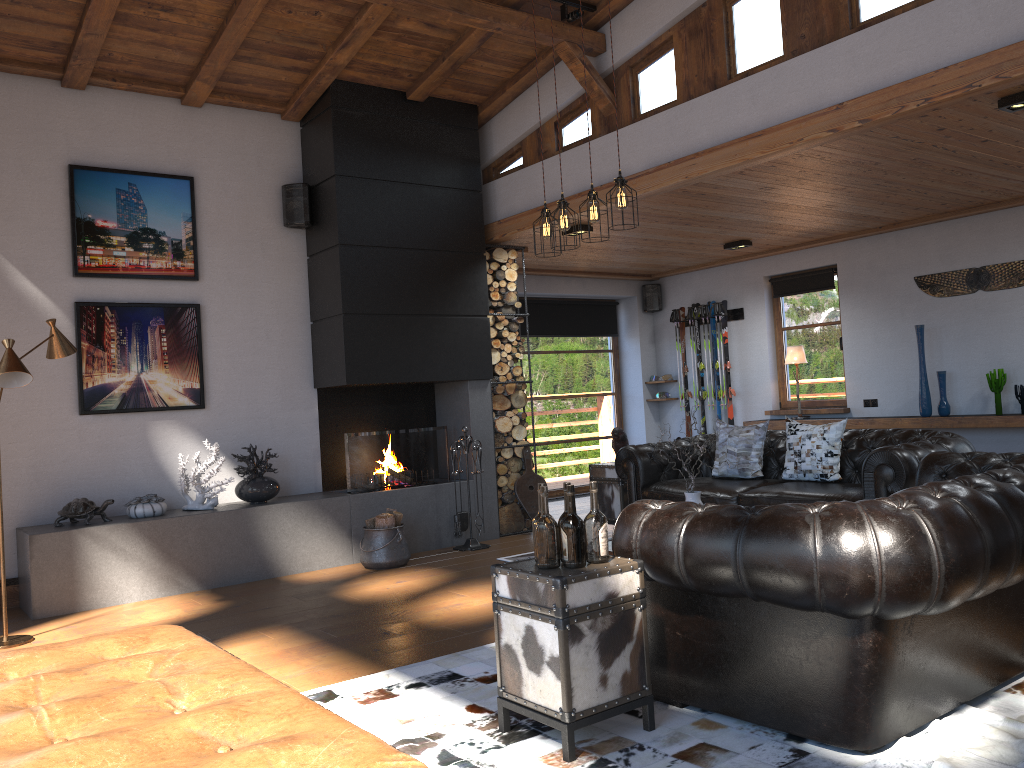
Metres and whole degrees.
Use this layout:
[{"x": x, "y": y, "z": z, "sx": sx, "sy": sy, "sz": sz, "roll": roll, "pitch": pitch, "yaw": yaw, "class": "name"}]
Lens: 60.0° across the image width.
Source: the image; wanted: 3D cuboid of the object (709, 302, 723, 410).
[{"x": 2.371, "y": -0.324, "z": 10.295, "sx": 0.120, "sy": 1.250, "sz": 0.059, "roll": -4, "pitch": -2, "yaw": 20, "class": "object"}]

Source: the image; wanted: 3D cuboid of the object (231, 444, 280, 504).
[{"x": -1.960, "y": 0.684, "z": 6.797, "sx": 0.343, "sy": 0.455, "sz": 0.332, "roll": -3, "pitch": -2, "yaw": -11, "class": "object"}]

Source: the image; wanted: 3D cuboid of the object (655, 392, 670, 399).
[{"x": 1.902, "y": 0.142, "z": 11.250, "sx": 0.188, "sy": 0.084, "sz": 0.351, "roll": -3, "pitch": -1, "yaw": 0, "class": "object"}]

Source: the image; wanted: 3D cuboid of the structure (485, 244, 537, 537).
[{"x": -0.148, "y": 0.057, "z": 8.220, "sx": 0.508, "sy": 2.618, "sz": 0.505, "roll": -2, "pitch": -2, "yaw": -37, "class": "structure"}]

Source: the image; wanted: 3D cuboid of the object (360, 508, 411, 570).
[{"x": -0.975, "y": 1.182, "z": 6.781, "sx": 0.386, "sy": 0.431, "sz": 0.382, "roll": -3, "pitch": -2, "yaw": -10, "class": "object"}]

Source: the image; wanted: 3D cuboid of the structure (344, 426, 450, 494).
[{"x": -0.905, "y": 0.639, "z": 7.449, "sx": 0.994, "sy": 0.514, "sz": 0.181, "roll": -3, "pitch": -2, "yaw": -37, "class": "structure"}]

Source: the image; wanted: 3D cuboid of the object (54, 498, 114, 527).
[{"x": -2.921, "y": 0.870, "z": 6.071, "sx": 0.404, "sy": 0.183, "sz": 0.227, "roll": -4, "pitch": -1, "yaw": 7, "class": "object"}]

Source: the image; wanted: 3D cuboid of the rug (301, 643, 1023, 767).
[{"x": 0.128, "y": 1.224, "z": 3.074, "sx": 3.853, "sy": 0.053, "sz": 2.402, "roll": -3, "pitch": -1, "yaw": -36, "class": "rug"}]

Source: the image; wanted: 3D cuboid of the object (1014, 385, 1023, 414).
[{"x": 4.468, "y": 0.133, "z": 7.745, "sx": 0.128, "sy": 0.261, "sz": 0.124, "roll": -4, "pitch": -2, "yaw": 23, "class": "object"}]

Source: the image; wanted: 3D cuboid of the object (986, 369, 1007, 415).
[{"x": 4.310, "y": 0.071, "z": 7.870, "sx": 0.157, "sy": 0.411, "sz": 0.147, "roll": -4, "pitch": -2, "yaw": 22, "class": "object"}]

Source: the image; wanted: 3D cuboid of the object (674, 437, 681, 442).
[{"x": 2.027, "y": 0.786, "z": 10.865, "sx": 0.115, "sy": 0.270, "sz": 0.255, "roll": -5, "pitch": -2, "yaw": 43, "class": "object"}]

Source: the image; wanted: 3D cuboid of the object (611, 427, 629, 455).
[{"x": 0.935, "y": 0.528, "z": 7.652, "sx": 0.149, "sy": 0.319, "sz": 0.248, "roll": -4, "pitch": -2, "yaw": 5, "class": "object"}]

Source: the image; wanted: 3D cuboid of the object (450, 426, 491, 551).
[{"x": -0.362, "y": 0.858, "z": 7.376, "sx": 0.306, "sy": 1.018, "sz": 0.309, "roll": -4, "pitch": -2, "yaw": 9, "class": "object"}]

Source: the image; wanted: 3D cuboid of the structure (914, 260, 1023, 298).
[{"x": 4.254, "y": -0.954, "z": 8.112, "sx": 0.099, "sy": 0.240, "sz": 1.233, "roll": -2, "pitch": -2, "yaw": -36, "class": "structure"}]

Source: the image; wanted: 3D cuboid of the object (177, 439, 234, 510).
[{"x": -2.276, "y": 0.670, "z": 6.482, "sx": 0.423, "sy": 0.532, "sz": 0.261, "roll": -4, "pitch": -2, "yaw": 22, "class": "object"}]

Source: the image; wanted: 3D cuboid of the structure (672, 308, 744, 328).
[{"x": 2.278, "y": -0.788, "z": 10.637, "sx": 0.323, "sy": 0.135, "sz": 1.038, "roll": -3, "pitch": -1, "yaw": -36, "class": "structure"}]

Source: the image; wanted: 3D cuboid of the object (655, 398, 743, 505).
[{"x": 1.039, "y": 0.471, "z": 5.086, "sx": 0.410, "sy": 0.808, "sz": 0.613, "roll": -3, "pitch": -2, "yaw": -25, "class": "object"}]

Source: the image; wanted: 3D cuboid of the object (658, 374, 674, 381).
[{"x": 1.947, "y": -0.082, "z": 11.180, "sx": 0.192, "sy": 0.084, "sz": 0.158, "roll": -3, "pitch": -2, "yaw": -38, "class": "object"}]

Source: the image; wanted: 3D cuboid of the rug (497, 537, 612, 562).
[{"x": 2.013, "y": 1.163, "z": 5.848, "sx": 2.460, "sy": 0.053, "sz": 3.995, "roll": -3, "pitch": -1, "yaw": -36, "class": "rug"}]

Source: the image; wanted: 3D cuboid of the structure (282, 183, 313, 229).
[{"x": -1.777, "y": -1.474, "z": 7.339, "sx": 0.216, "sy": 0.349, "sz": 0.211, "roll": -2, "pitch": -2, "yaw": -37, "class": "structure"}]

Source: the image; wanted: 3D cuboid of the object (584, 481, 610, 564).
[{"x": 0.299, "y": 0.494, "z": 3.179, "sx": 0.086, "sy": 0.286, "sz": 0.088, "roll": -4, "pitch": -2, "yaw": 30, "class": "object"}]

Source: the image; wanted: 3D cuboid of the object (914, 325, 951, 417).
[{"x": 3.922, "y": -0.127, "z": 8.277, "sx": 0.273, "sy": 0.863, "sz": 0.112, "roll": -4, "pitch": -2, "yaw": 9, "class": "object"}]

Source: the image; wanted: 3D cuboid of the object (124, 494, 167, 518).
[{"x": -2.612, "y": 0.868, "z": 6.326, "sx": 0.284, "sy": 0.161, "sz": 0.256, "roll": -3, "pitch": -2, "yaw": -34, "class": "object"}]

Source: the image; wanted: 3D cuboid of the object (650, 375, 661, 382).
[{"x": 1.842, "y": -0.073, "z": 11.322, "sx": 0.161, "sy": 0.084, "sz": 0.187, "roll": -2, "pitch": -2, "yaw": -38, "class": "object"}]

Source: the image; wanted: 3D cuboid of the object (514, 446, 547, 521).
[{"x": 0.164, "y": 0.955, "z": 8.001, "sx": 0.260, "sy": 0.795, "sz": 0.271, "roll": -5, "pitch": -2, "yaw": 37, "class": "object"}]

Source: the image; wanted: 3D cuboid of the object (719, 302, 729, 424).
[{"x": 2.496, "y": -0.160, "z": 10.399, "sx": 0.116, "sy": 1.607, "sz": 0.094, "roll": -2, "pitch": -2, "yaw": -37, "class": "object"}]

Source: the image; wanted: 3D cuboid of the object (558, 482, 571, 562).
[{"x": 0.209, "y": 0.500, "z": 3.217, "sx": 0.087, "sy": 0.286, "sz": 0.088, "roll": -4, "pitch": -2, "yaw": 31, "class": "object"}]

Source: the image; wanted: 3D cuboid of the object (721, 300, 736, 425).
[{"x": 2.542, "y": -0.179, "z": 10.316, "sx": 0.116, "sy": 1.607, "sz": 0.094, "roll": -2, "pitch": -2, "yaw": -37, "class": "object"}]

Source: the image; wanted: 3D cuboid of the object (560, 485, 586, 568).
[{"x": 0.214, "y": 0.498, "z": 3.119, "sx": 0.087, "sy": 0.286, "sz": 0.088, "roll": -4, "pitch": -2, "yaw": 3, "class": "object"}]

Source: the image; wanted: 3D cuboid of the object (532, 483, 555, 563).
[{"x": 0.117, "y": 0.506, "z": 3.249, "sx": 0.088, "sy": 0.286, "sz": 0.086, "roll": -3, "pitch": -2, "yaw": -27, "class": "object"}]

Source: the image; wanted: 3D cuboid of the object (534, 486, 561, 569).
[{"x": 0.122, "y": 0.503, "z": 3.132, "sx": 0.088, "sy": 0.286, "sz": 0.086, "roll": -3, "pitch": -2, "yaw": -24, "class": "object"}]
